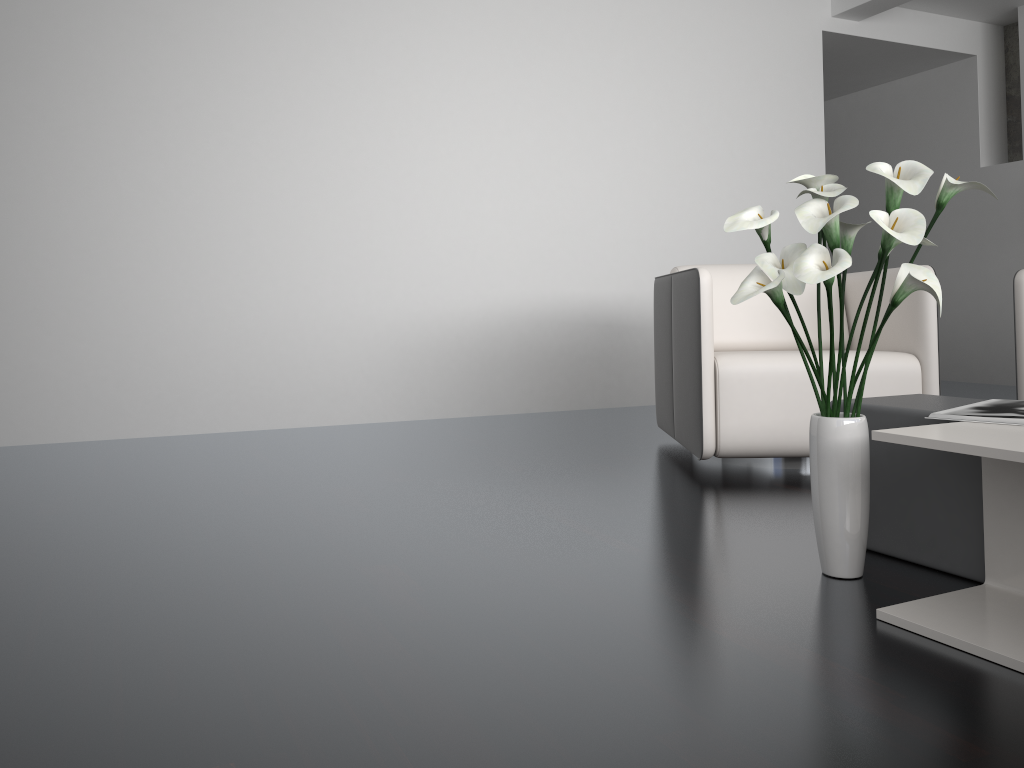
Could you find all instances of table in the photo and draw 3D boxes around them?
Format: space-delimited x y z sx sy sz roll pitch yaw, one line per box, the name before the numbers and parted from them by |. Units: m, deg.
table | 0.962 0.262 1.122 0.298 0.314 0.970 -1 4 -27
table | 1.132 0.230 1.491 0.298 0.314 1.259 -1 4 -26

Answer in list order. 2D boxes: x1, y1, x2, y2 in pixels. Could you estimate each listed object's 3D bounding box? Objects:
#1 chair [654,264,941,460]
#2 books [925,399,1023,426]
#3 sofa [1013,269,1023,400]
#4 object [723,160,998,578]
chair | 0.965 -0.125 3.214 0.767 0.662 0.920 -1 2 0
books | 1.091 0.058 1.577 0.359 0.017 0.548 -5 6 -44
sofa | 2.720 -0.077 2.386 0.919 0.661 2.242 -2 4 -27
object | 0.640 -0.018 1.642 0.446 0.799 0.377 0 -1 -41
